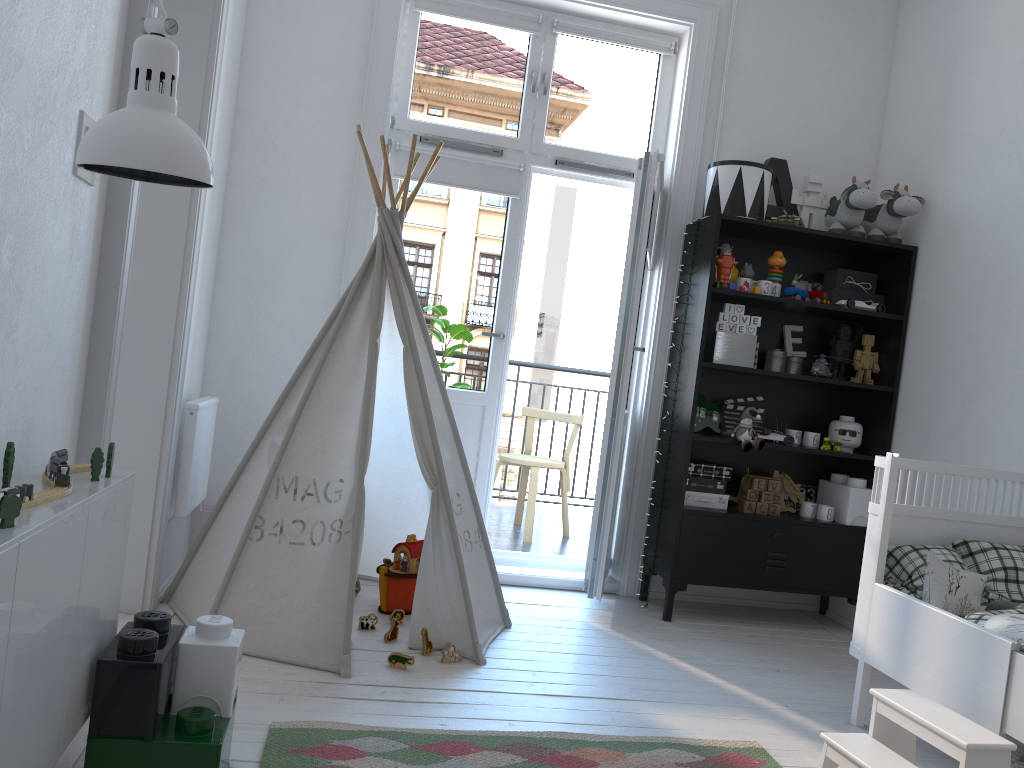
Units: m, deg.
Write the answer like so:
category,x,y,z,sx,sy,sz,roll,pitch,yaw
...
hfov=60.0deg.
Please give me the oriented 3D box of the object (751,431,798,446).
category,x,y,z,sx,sy,sz,roll,pitch,yaw
object,1.107,0.229,3.798,0.230,0.048,0.098,7,1,14

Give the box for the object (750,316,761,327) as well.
category,x,y,z,sx,sy,sz,roll,pitch,yaw
object,1.017,-0.260,3.701,0.040,0.040,0.040,7,1,14

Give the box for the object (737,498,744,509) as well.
category,x,y,z,sx,sy,sz,roll,pitch,yaw
object,1.006,0.521,3.830,0.050,0.050,0.050,7,1,-11

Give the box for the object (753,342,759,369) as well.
category,x,y,z,sx,sy,sz,roll,pitch,yaw
object,1.062,-0.126,3.962,0.070,0.135,0.028,7,1,-11

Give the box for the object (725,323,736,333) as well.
category,x,y,z,sx,sy,sz,roll,pitch,yaw
object,0.912,-0.233,3.717,0.040,0.040,0.040,7,1,-6

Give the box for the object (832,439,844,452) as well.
category,x,y,z,sx,sy,sz,roll,pitch,yaw
object,1.401,0.263,3.814,0.042,0.054,0.031,8,1,35

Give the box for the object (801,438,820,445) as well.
category,x,y,z,sx,sy,sz,roll,pitch,yaw
object,1.304,0.258,3.987,0.163,0.034,0.069,7,1,-11

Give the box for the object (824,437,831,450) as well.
category,x,y,z,sx,sy,sz,roll,pitch,yaw
object,1.366,0.258,3.838,0.042,0.054,0.031,7,1,-10

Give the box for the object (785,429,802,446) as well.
category,x,y,z,sx,sy,sz,roll,pitch,yaw
object,1.224,0.233,3.859,0.067,0.067,0.067,7,1,4

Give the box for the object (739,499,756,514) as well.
category,x,y,z,sx,sy,sz,roll,pitch,yaw
object,1.002,0.521,3.773,0.050,0.050,0.050,7,1,-11

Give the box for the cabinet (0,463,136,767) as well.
category,x,y,z,sx,sy,sz,roll,pitch,yaw
cabinet,-0.809,0.411,1.346,0.183,0.454,0.970,7,1,-10

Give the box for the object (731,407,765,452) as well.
category,x,y,z,sx,sy,sz,roll,pitch,yaw
object,0.979,0.187,3.654,0.110,0.186,0.129,7,1,-23

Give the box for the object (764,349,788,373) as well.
category,x,y,z,sx,sy,sz,roll,pitch,yaw
object,1.173,-0.100,3.949,0.095,0.110,0.095,7,1,-6

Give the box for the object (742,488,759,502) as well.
category,x,y,z,sx,sy,sz,roll,pitch,yaw
object,1.021,0.473,3.795,0.050,0.050,0.050,7,1,-11

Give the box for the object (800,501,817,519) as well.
category,x,y,z,sx,sy,sz,roll,pitch,yaw
object,1.286,0.547,3.847,0.067,0.067,0.067,7,1,4

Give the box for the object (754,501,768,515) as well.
category,x,y,z,sx,sy,sz,roll,pitch,yaw
object,1.059,0.528,3.784,0.050,0.050,0.050,7,1,-6

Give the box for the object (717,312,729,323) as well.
category,x,y,z,sx,sy,sz,roll,pitch,yaw
object,0.883,-0.277,3.711,0.040,0.040,0.040,7,1,-1

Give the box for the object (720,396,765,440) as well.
category,x,y,z,sx,sy,sz,roll,pitch,yaw
object,1.025,0.143,3.931,0.201,0.199,0.048,7,1,-11

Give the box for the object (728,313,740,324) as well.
category,x,y,z,sx,sy,sz,roll,pitch,yaw
object,0.928,-0.271,3.708,0.040,0.040,0.040,7,1,9

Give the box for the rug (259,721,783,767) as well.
category,x,y,z,sx,sy,sz,roll,pitch,yaw
rug,0.213,0.936,1.319,1.320,0.016,2.028,7,1,-10

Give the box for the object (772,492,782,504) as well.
category,x,y,z,sx,sy,sz,roll,pitch,yaw
object,1.128,0.487,3.822,0.050,0.050,0.050,7,1,-11

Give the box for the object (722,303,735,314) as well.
category,x,y,z,sx,sy,sz,roll,pitch,yaw
object,0.905,-0.315,3.709,0.040,0.040,0.040,7,1,-6

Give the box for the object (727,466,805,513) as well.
category,x,y,z,sx,sy,sz,roll,pitch,yaw
object,1.128,0.470,3.930,0.337,0.186,0.111,7,1,4

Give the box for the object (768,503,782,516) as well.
category,x,y,z,sx,sy,sz,roll,pitch,yaw
object,1.124,0.536,3.796,0.050,0.050,0.050,8,1,19

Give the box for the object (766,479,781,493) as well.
category,x,y,z,sx,sy,sz,roll,pitch,yaw
object,1.123,0.436,3.806,0.050,0.050,0.050,7,1,9

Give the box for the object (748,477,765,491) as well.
category,x,y,z,sx,sy,sz,roll,pitch,yaw
object,1.046,0.427,3.790,0.050,0.050,0.050,7,1,-11

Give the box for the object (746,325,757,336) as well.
category,x,y,z,sx,sy,sz,roll,pitch,yaw
object,1.000,-0.222,3.703,0.040,0.040,0.040,8,1,19

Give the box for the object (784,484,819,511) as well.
category,x,y,z,sx,sy,sz,roll,pitch,yaw
object,1.257,0.513,4.046,0.347,0.120,0.034,7,1,-11

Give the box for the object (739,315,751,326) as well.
category,x,y,z,sx,sy,sz,roll,pitch,yaw
object,0.973,-0.265,3.704,0.040,0.040,0.040,8,1,19

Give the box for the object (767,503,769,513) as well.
category,x,y,z,sx,sy,sz,roll,pitch,yaw
object,1.121,0.535,3.855,0.050,0.050,0.050,7,1,-11

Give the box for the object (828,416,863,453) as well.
category,x,y,z,sx,sy,sz,roll,pitch,yaw
object,1.468,0.222,3.907,0.139,0.162,0.139,7,1,-36

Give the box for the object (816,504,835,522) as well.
category,x,y,z,sx,sy,sz,roll,pitch,yaw
object,1.344,0.555,3.802,0.067,0.067,0.067,7,1,4

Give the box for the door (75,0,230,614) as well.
category,x,y,z,sx,sy,sz,roll,pitch,yaw
door,-1.196,-0.341,2.671,0.505,2.177,1.464,7,1,-26

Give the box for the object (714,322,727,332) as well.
category,x,y,z,sx,sy,sz,roll,pitch,yaw
object,0.873,-0.238,3.713,0.040,0.040,0.040,7,1,4

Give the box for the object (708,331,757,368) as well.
category,x,y,z,sx,sy,sz,roll,pitch,yaw
object,0.931,-0.142,3.745,0.170,0.138,0.124,7,1,5

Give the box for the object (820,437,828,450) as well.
category,x,y,z,sx,sy,sz,roll,pitch,yaw
object,1.335,0.255,3.778,0.031,0.054,0.042,8,1,40

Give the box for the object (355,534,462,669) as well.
category,x,y,z,sx,sy,sz,roll,pitch,yaw
object,-0.332,0.712,3.091,0.385,0.284,0.856,7,1,-19

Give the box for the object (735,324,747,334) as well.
category,x,y,z,sx,sy,sz,roll,pitch,yaw
object,0.955,-0.227,3.706,0.040,0.040,0.040,7,1,4

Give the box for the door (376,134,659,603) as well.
category,x,y,z,sx,sy,sz,roll,pitch,yaw
door,-0.005,-0.096,3.747,1.264,1.839,0.636,7,1,-9

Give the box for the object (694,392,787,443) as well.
category,x,y,z,sx,sy,sz,roll,pitch,yaw
object,0.977,0.168,3.950,0.542,0.239,0.093,7,1,-10

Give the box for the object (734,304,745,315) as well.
category,x,y,z,sx,sy,sz,roll,pitch,yaw
object,0.947,-0.309,3.706,0.040,0.040,0.040,7,1,-1

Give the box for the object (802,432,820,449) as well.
category,x,y,z,sx,sy,sz,roll,pitch,yaw
object,1.291,0.242,3.824,0.067,0.067,0.067,7,1,4

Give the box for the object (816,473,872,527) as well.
category,x,y,z,sx,sy,sz,roll,pitch,yaw
object,1.471,0.504,3.905,0.132,0.199,0.267,7,1,-11

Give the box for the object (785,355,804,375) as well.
category,x,y,z,sx,sy,sz,roll,pitch,yaw
object,1.283,-0.077,3.885,0.078,0.091,0.246,7,1,-16

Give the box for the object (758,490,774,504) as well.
category,x,y,z,sx,sy,sz,roll,pitch,yaw
object,1.080,0.481,3.786,0.050,0.050,0.050,7,1,-11
